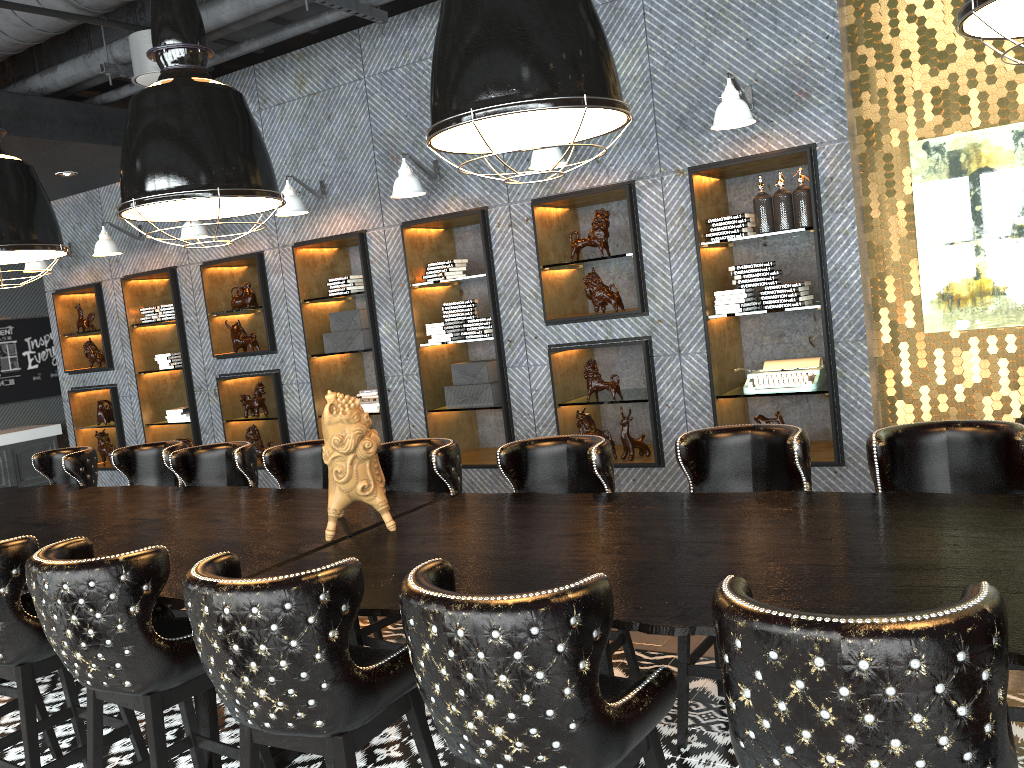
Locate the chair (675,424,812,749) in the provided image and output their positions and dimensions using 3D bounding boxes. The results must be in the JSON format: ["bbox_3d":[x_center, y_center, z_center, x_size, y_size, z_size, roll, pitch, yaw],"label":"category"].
[{"bbox_3d":[0.874,0.730,3.288,0.504,1.091,0.569,-4,5,33],"label":"chair"}]

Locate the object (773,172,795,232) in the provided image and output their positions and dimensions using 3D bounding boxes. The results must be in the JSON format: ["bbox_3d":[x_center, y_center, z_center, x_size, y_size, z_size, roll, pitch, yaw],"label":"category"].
[{"bbox_3d":[1.578,-1.063,5.169,0.109,0.349,0.109,-5,5,17],"label":"object"}]

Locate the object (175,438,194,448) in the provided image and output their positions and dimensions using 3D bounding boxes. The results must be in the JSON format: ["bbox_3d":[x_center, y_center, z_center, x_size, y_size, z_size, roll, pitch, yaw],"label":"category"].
[{"bbox_3d":[-3.022,0.613,8.349,0.315,0.251,0.157,-11,6,-43],"label":"object"}]

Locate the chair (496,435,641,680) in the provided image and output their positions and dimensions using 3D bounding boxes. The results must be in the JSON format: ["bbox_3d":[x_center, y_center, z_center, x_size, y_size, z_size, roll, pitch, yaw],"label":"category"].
[{"bbox_3d":[0.185,0.788,3.561,0.504,1.091,0.569,-4,5,33],"label":"chair"}]

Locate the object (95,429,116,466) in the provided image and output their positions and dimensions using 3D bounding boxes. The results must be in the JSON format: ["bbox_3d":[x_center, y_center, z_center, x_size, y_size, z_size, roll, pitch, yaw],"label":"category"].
[{"bbox_3d":[-4.017,0.631,8.832,0.268,0.362,0.170,-5,5,25],"label":"object"}]

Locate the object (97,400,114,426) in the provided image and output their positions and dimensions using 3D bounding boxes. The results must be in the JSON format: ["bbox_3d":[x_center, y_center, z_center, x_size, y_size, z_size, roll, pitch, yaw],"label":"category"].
[{"bbox_3d":[-4.050,0.276,8.856,0.126,0.249,0.253,-6,5,7],"label":"object"}]

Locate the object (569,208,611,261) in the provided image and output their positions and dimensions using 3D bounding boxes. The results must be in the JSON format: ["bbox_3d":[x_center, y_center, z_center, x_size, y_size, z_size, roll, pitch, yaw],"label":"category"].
[{"bbox_3d":[0.514,-0.985,5.846,0.292,0.325,0.152,-4,5,30],"label":"object"}]

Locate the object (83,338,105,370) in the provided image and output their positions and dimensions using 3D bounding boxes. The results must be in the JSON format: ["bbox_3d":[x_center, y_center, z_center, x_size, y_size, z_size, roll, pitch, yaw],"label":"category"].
[{"bbox_3d":[-4.099,-0.298,8.739,0.236,0.329,0.155,-3,6,37],"label":"object"}]

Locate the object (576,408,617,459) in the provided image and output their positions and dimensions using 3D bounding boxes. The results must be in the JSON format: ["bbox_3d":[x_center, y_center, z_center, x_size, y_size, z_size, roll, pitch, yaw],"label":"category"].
[{"bbox_3d":[0.568,0.341,6.010,0.266,0.359,0.168,-5,5,25],"label":"object"}]

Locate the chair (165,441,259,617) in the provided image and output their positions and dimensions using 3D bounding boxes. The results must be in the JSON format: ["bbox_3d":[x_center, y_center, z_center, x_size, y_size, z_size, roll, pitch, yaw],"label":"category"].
[{"bbox_3d":[-1.592,0.894,4.761,0.504,1.091,0.569,-5,5,22],"label":"chair"}]

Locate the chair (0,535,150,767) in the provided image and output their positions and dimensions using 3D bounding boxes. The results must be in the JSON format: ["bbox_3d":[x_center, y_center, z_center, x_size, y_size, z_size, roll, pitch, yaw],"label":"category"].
[{"bbox_3d":[-1.730,1.050,3.180,0.504,1.091,0.569,-4,6,35],"label":"chair"}]

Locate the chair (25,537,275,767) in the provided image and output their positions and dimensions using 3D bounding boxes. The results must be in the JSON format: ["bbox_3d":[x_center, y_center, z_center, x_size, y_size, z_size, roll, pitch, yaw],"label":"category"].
[{"bbox_3d":[-1.132,1.012,2.797,0.504,1.091,0.569,-3,6,36],"label":"chair"}]

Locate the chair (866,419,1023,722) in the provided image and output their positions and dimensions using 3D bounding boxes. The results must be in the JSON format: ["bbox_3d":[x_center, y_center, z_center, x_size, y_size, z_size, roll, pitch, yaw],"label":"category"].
[{"bbox_3d":[1.458,0.697,2.873,0.504,1.091,0.569,-5,5,24],"label":"chair"}]

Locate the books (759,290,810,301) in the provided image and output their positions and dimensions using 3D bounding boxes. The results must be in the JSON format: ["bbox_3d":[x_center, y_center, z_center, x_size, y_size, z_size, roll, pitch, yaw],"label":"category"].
[{"bbox_3d":[1.635,-0.532,5.326,0.245,0.028,0.194,-3,6,34],"label":"books"}]

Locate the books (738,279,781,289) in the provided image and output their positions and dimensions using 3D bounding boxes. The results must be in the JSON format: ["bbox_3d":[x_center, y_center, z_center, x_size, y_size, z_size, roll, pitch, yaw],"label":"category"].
[{"bbox_3d":[1.507,-0.609,5.404,0.245,0.028,0.194,-5,5,15],"label":"books"}]

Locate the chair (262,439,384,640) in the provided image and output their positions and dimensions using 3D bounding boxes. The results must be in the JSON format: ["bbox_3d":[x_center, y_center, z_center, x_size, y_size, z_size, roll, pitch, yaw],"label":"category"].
[{"bbox_3d":[-0.994,0.855,4.391,0.504,1.091,0.569,-5,5,27],"label":"chair"}]

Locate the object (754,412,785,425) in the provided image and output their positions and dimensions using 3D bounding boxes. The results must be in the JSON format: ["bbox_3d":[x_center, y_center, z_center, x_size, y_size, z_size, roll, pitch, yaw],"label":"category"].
[{"bbox_3d":[1.618,0.316,5.343,0.341,0.303,0.165,-3,6,37],"label":"object"}]

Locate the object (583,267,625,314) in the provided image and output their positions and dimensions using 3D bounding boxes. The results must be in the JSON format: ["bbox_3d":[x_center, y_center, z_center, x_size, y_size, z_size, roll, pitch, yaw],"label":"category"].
[{"bbox_3d":[0.605,-0.607,5.842,0.242,0.337,0.159,-3,6,37],"label":"object"}]

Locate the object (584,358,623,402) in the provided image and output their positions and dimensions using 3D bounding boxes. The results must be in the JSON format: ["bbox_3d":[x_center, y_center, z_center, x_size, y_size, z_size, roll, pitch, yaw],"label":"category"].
[{"bbox_3d":[0.595,-0.028,5.871,0.256,0.294,0.135,-3,6,39],"label":"object"}]

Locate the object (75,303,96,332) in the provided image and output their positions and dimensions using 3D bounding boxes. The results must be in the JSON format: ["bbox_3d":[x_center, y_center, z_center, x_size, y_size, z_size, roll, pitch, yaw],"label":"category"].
[{"bbox_3d":[-4.180,-0.660,8.692,0.290,0.290,0.097,-4,5,30],"label":"object"}]

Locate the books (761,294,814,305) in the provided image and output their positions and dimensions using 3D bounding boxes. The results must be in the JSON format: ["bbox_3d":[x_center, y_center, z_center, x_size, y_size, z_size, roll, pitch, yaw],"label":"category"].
[{"bbox_3d":[1.649,-0.504,5.310,0.245,0.028,0.194,-2,7,45],"label":"books"}]

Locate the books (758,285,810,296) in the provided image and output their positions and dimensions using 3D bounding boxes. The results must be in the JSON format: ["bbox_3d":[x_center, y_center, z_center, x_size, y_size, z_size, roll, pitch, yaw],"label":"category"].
[{"bbox_3d":[1.636,-0.562,5.333,0.245,0.028,0.194,-3,6,38],"label":"books"}]

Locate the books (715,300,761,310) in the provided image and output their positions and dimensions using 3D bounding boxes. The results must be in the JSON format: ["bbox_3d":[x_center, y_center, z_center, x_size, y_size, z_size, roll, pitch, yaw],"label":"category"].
[{"bbox_3d":[1.388,-0.482,5.410,0.246,0.028,0.193,-11,6,-37],"label":"books"}]

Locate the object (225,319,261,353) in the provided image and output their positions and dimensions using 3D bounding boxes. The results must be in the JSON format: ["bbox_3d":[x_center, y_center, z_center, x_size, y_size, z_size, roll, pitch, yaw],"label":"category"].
[{"bbox_3d":[-2.302,-0.411,7.606,0.324,0.309,0.154,-3,6,37],"label":"object"}]

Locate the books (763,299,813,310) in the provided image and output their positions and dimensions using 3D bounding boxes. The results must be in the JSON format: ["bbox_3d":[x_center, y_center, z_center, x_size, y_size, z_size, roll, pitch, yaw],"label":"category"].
[{"bbox_3d":[1.653,-0.476,5.311,0.245,0.028,0.194,-4,6,33],"label":"books"}]

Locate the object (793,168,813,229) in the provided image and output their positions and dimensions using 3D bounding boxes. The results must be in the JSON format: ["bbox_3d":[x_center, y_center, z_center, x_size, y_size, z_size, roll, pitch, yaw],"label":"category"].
[{"bbox_3d":[1.675,-1.069,5.107,0.109,0.349,0.109,-7,5,2],"label":"object"}]

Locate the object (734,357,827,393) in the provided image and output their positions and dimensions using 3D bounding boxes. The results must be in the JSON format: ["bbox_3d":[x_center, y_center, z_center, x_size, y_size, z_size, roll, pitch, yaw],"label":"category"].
[{"bbox_3d":[1.649,-0.056,5.500,0.534,0.148,0.485,-4,6,30],"label":"object"}]

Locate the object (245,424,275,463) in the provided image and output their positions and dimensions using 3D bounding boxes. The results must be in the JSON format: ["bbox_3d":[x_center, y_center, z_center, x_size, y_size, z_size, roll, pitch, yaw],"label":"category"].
[{"bbox_3d":[-2.164,0.539,7.651,0.337,0.387,0.177,-3,6,39],"label":"object"}]

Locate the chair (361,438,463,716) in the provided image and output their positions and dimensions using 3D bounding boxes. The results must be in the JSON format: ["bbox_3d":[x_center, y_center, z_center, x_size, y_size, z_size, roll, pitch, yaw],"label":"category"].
[{"bbox_3d":[-0.450,0.827,3.979,0.504,1.091,0.569,-3,6,40],"label":"chair"}]

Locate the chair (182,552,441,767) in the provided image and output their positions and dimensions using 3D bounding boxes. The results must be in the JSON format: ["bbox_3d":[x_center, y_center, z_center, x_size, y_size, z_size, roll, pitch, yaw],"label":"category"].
[{"bbox_3d":[-0.512,0.975,2.383,0.504,1.091,0.569,-4,5,29],"label":"chair"}]

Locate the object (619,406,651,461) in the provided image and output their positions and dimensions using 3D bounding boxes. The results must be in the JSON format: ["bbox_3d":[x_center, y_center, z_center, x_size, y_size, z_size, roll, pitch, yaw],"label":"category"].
[{"bbox_3d":[0.804,0.319,5.901,0.198,0.358,0.116,-9,5,-28],"label":"object"}]

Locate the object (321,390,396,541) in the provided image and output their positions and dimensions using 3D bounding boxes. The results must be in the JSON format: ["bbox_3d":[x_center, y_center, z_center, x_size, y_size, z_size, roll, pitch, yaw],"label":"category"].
[{"bbox_3d":[-0.581,0.273,3.292,0.249,0.545,0.475,-7,5,-5],"label":"object"}]

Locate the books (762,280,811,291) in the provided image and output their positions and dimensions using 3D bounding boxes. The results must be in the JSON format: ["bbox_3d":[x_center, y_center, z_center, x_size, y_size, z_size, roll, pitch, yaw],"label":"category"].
[{"bbox_3d":[1.650,-0.591,5.320,0.245,0.028,0.194,-4,6,31],"label":"books"}]

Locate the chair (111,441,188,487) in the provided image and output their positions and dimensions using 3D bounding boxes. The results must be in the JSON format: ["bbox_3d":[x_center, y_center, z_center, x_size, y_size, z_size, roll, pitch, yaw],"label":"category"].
[{"bbox_3d":[-2.126,0.918,5.201,0.504,1.091,0.569,-4,5,28],"label":"chair"}]

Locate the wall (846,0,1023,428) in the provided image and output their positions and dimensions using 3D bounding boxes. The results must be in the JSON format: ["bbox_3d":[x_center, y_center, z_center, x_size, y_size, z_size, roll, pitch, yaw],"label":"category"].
[{"bbox_3d":[2.935,-1.253,4.570,2.444,4.379,0.025,-4,5,32],"label":"wall"}]

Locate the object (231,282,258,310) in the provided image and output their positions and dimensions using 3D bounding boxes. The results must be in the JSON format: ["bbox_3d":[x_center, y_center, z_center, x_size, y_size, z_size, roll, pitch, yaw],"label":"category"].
[{"bbox_3d":[-2.301,-0.749,7.571,0.278,0.222,0.139,-4,5,31],"label":"object"}]

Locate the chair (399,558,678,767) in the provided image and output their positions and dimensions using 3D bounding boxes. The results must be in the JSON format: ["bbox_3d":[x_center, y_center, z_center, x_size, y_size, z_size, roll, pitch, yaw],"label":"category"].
[{"bbox_3d":[0.085,0.934,2.044,0.504,1.091,0.569,-4,6,35],"label":"chair"}]

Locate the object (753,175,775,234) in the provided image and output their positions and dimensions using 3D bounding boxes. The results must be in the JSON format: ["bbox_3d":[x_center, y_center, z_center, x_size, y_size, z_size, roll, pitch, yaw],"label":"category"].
[{"bbox_3d":[1.480,-1.057,5.230,0.109,0.349,0.109,-8,5,-13],"label":"object"}]

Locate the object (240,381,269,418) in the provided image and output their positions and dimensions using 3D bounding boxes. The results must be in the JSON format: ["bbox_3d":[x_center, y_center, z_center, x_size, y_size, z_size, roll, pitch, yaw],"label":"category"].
[{"bbox_3d":[-2.248,0.139,7.680,0.317,0.306,0.143,-4,5,27],"label":"object"}]

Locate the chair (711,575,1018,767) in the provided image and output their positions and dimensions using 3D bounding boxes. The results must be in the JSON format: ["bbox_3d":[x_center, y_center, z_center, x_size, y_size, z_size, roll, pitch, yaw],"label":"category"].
[{"bbox_3d":[0.704,0.889,1.711,0.504,1.091,0.569,-5,5,26],"label":"chair"}]

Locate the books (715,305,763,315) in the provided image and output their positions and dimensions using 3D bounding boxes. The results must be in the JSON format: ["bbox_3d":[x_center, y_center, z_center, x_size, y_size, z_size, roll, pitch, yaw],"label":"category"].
[{"bbox_3d":[1.400,-0.460,5.465,0.246,0.028,0.193,-11,7,-43],"label":"books"}]

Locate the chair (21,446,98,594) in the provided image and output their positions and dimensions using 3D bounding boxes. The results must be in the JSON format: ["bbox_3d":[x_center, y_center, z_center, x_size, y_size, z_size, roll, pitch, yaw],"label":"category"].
[{"bbox_3d":[-2.811,0.973,5.503,0.504,1.091,0.569,-3,6,40],"label":"chair"}]

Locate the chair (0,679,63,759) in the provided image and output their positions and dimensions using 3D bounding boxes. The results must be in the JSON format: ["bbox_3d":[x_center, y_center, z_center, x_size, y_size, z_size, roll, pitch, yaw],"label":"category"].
[{"bbox_3d":[-2.312,1.084,3.574,0.504,1.091,0.569,-4,5,28],"label":"chair"}]
